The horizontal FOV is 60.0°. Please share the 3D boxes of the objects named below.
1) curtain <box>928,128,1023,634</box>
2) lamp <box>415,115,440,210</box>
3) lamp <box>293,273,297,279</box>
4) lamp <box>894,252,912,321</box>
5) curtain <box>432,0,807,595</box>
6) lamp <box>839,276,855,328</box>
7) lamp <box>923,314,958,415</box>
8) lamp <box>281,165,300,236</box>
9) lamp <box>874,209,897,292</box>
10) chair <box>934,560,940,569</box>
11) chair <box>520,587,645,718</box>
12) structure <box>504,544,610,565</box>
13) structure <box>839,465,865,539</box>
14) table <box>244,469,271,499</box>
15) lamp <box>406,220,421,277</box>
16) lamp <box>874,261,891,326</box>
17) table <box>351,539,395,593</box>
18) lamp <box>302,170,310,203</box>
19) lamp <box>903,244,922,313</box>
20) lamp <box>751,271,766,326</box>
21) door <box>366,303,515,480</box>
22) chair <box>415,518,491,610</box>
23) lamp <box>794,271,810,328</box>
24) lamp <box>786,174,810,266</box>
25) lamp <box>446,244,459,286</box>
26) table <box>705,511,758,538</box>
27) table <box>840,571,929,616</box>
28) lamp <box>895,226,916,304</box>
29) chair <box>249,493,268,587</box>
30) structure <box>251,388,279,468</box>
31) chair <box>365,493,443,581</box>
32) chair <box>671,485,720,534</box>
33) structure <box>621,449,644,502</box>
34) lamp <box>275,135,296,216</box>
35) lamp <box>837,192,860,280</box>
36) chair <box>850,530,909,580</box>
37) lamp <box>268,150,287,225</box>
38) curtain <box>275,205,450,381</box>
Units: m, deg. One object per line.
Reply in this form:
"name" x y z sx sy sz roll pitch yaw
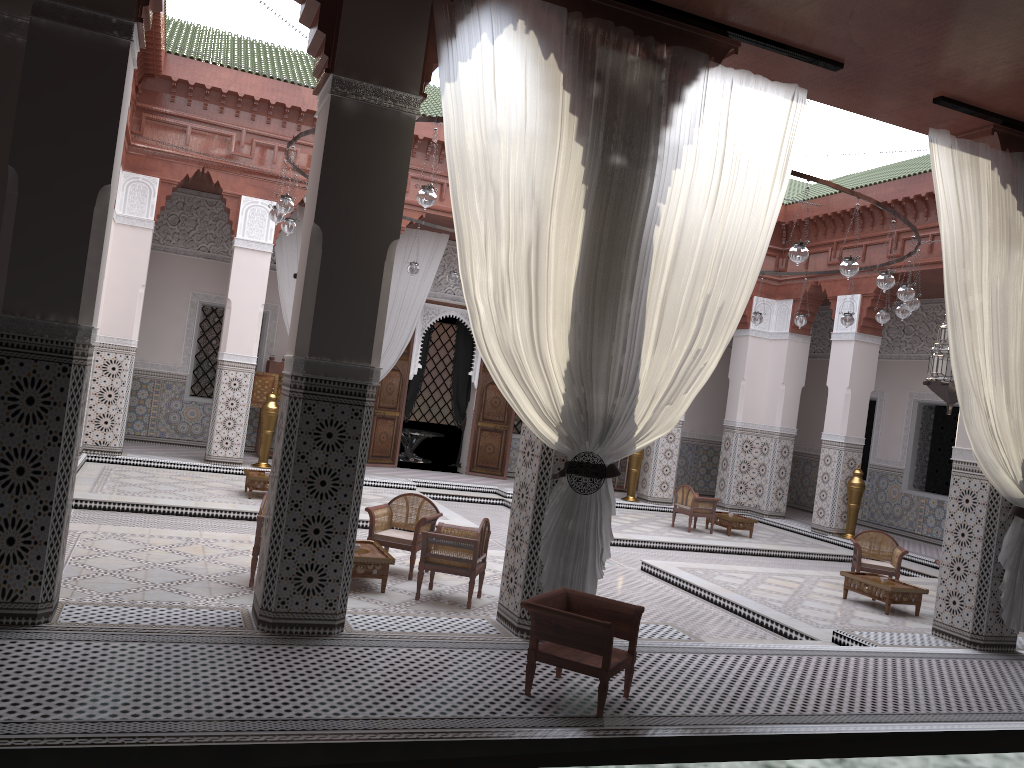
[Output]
"curtain" 1.978 0.050 3.294 1.304 1.761 0.137 8 -1 -21
"lamp" -0.320 -0.861 3.445 0.091 0.371 0.090 8 -1 -6
"lamp" -0.541 -0.475 2.747 0.216 0.552 0.221 8 -1 -21
"lamp" 2.118 -0.521 4.740 0.090 0.371 0.091 8 -1 -36
"curtain" 0.280 -0.186 2.633 1.303 1.764 0.129 8 -1 -21
"lamp" 2.063 -0.520 5.383 0.090 0.371 0.091 8 -1 -36
"lamp" 1.850 -0.146 3.682 0.216 0.552 0.221 8 -1 -21
"lamp" -1.156 -0.958 4.629 0.090 0.371 0.091 8 -1 -41
"lamp" 1.669 -0.590 3.926 0.091 0.371 0.090 8 -1 -6
"chair" 2.117 0.952 4.139 0.263 0.313 0.208 7 -1 19
"chair" 0.164 0.669 2.200 0.234 0.252 0.259 7 -1 27
"structure" 0.265 0.812 4.848 0.528 0.310 0.501 8 -1 -21
"structure" 2.494 0.854 6.461 0.156 0.539 0.156 7 -1 29
"table" -1.423 0.580 5.117 0.229 0.142 0.330 8 -1 -21
"lamp" -0.624 -0.874 5.719 0.090 0.371 0.091 7 -1 14
"lamp" 2.138 -0.514 5.049 0.090 0.371 0.091 8 -1 -36
"table" -0.590 0.668 3.298 0.229 0.142 0.330 8 -1 -21
"lamp" -0.836 -0.926 3.776 0.091 0.371 0.090 8 -1 -6
"lamp" 2.015 -0.538 4.437 0.091 0.371 0.090 8 -1 -6
"lamp" 1.660 -0.567 5.928 0.091 0.371 0.090 8 -1 -6
"door" -0.592 -0.005 7.427 1.244 1.461 0.419 8 -1 -21
"chair" -0.211 0.632 3.243 0.208 0.313 0.263 7 -1 9
"lamp" 1.880 -0.540 5.712 0.091 0.371 0.090 8 -1 4
"lamp" 1.169 -0.661 3.572 0.091 0.371 0.090 8 -1 -6
"lamp" -0.381 -0.839 5.913 0.090 0.371 0.091 7 -1 24
"table" 1.539 0.988 6.276 0.229 0.142 0.330 8 -1 -21
"table" 1.759 0.992 4.216 0.229 0.142 0.330 8 -1 -21
"lamp" 1.866 -0.561 4.166 0.091 0.371 0.090 8 -1 -6
"chair" -0.792 0.553 3.144 0.208 0.313 0.263 8 -1 -7
"structure" -1.668 0.295 6.058 0.156 0.539 0.156 7 -1 41
"chair" -0.444 0.605 3.582 0.263 0.313 0.208 7 -1 15
"chair" 1.269 0.864 6.162 0.208 0.313 0.263 8 -1 -25
"structure" 0.982 0.661 7.095 0.156 0.539 0.156 8 -1 -16
"lamp" -1.018 -0.947 4.026 0.091 0.371 0.090 8 -1 -6
"lamp" 1.433 -0.624 3.730 0.091 0.371 0.090 8 -1 -6
"chair" 1.896 0.929 4.619 0.263 0.313 0.208 7 -1 15
"lamp" -1.130 -0.958 4.314 0.091 0.371 0.090 8 -1 -6
"curtain" -1.193 -0.334 6.426 1.304 1.761 0.048 8 -1 -21
